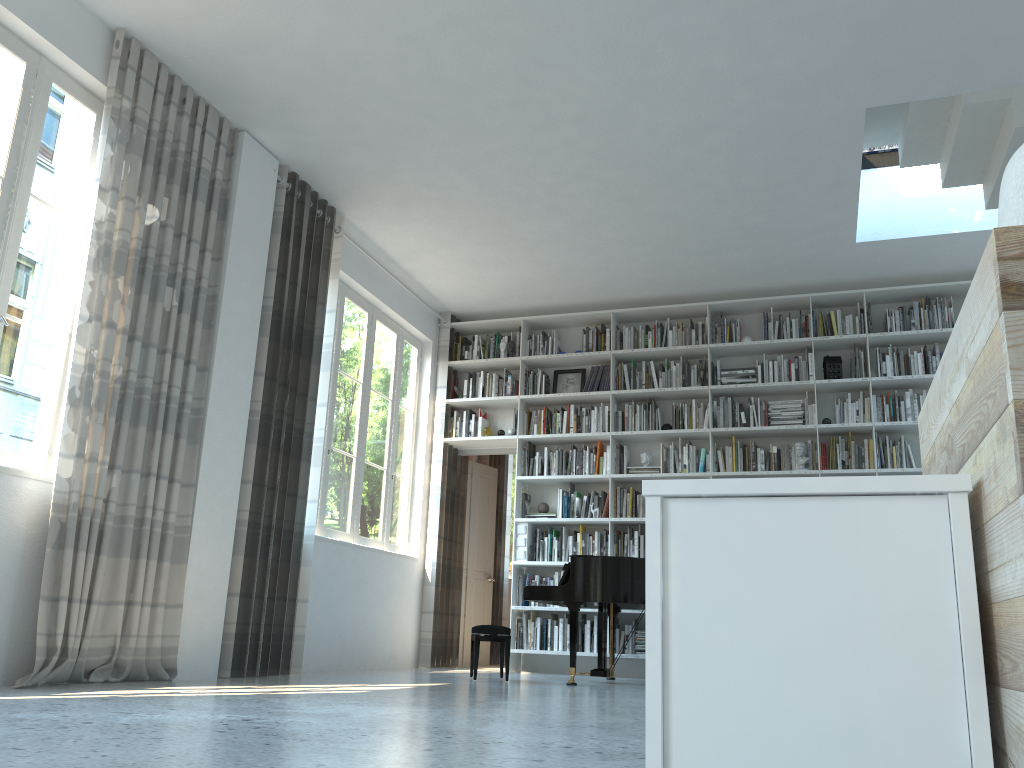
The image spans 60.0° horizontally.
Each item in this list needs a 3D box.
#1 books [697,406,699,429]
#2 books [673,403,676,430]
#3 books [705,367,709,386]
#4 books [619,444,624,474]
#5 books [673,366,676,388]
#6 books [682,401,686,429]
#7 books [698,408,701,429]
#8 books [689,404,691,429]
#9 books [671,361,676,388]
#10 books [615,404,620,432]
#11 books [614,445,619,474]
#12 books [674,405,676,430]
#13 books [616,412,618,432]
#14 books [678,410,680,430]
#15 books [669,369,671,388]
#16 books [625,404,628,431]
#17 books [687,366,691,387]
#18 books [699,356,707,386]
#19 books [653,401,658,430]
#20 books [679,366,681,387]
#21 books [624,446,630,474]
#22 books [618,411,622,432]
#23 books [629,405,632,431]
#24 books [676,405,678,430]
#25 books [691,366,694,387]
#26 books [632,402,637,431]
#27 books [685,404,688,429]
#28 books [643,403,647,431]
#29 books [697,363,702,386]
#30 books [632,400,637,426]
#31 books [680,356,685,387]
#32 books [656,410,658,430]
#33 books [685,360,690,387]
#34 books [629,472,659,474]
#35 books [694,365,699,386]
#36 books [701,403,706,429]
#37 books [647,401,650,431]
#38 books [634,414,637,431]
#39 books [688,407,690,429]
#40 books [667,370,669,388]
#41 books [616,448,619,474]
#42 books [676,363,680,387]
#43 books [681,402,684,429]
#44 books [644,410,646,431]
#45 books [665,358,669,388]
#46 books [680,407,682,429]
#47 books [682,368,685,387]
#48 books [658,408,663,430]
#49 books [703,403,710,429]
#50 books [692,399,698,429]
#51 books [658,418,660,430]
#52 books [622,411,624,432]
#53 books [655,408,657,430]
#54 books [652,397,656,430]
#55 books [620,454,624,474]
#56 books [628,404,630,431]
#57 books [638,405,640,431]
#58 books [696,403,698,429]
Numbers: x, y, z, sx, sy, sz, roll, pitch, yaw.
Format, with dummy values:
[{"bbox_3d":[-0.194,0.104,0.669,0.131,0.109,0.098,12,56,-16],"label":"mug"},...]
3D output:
[{"bbox_3d":[1.600,0.322,7.597,0.011,0.229,0.166,-3,-16,19],"label":"books"},{"bbox_3d":[1.412,0.312,7.680,0.012,0.275,0.129,-3,-16,19],"label":"books"},{"bbox_3d":[1.696,-0.023,7.676,0.028,0.211,0.135,-3,-16,19],"label":"books"},{"bbox_3d":[0.956,0.683,7.741,0.011,0.297,0.136,-3,-16,19],"label":"books"},{"bbox_3d":[1.431,-0.024,7.736,0.021,0.225,0.192,-3,-16,19],"label":"books"},{"bbox_3d":[1.497,0.301,7.648,0.033,0.286,0.155,-3,-16,19],"label":"books"},{"bbox_3d":[1.616,0.327,7.590,0.024,0.215,0.142,-3,-16,19],"label":"books"},{"bbox_3d":[1.538,0.312,7.618,0.017,0.252,0.140,-3,-16,19],"label":"books"},{"bbox_3d":[1.417,-0.046,7.773,0.026,0.285,0.138,-3,-16,19],"label":"books"},{"bbox_3d":[0.933,0.334,7.837,0.012,0.284,0.160,-3,-16,19],"label":"books"},{"bbox_3d":[0.918,0.688,7.740,0.012,0.284,0.160,-3,-16,19],"label":"books"},{"bbox_3d":[1.415,0.321,7.646,0.005,0.239,0.174,-3,-16,19],"label":"books"},{"bbox_3d":[0.938,0.366,7.807,0.015,0.207,0.186,-3,-16,19],"label":"books"},{"bbox_3d":[1.453,0.343,7.642,0.011,0.199,0.163,-3,-16,19],"label":"books"},{"bbox_3d":[1.395,-0.011,7.757,0.010,0.208,0.174,-3,-16,19],"label":"books"},{"bbox_3d":[1.021,0.328,7.792,0.026,0.278,0.151,-3,-16,19],"label":"books"},{"bbox_3d":[1.550,-0.025,7.702,0.030,0.217,0.183,-3,-16,19],"label":"books"},{"bbox_3d":[1.649,-0.071,7.679,0.058,0.301,0.175,-3,-16,19],"label":"books"},{"bbox_3d":[1.246,0.308,7.705,0.011,0.286,0.189,-3,-16,19],"label":"books"},{"bbox_3d":[1.478,-0.025,7.735,0.013,0.230,0.142,-3,-16,19],"label":"books"},{"bbox_3d":[0.997,0.686,7.708,0.021,0.277,0.137,-3,-16,19],"label":"books"},{"bbox_3d":[0.967,0.363,7.825,0.029,0.224,0.137,-3,-16,19],"label":"books"},{"bbox_3d":[1.055,0.333,7.776,0.024,0.261,0.178,-3,-16,19],"label":"books"},{"bbox_3d":[1.429,0.320,7.632,0.005,0.235,0.179,-3,-16,19],"label":"books"},{"bbox_3d":[1.576,-0.028,7.698,0.022,0.222,0.161,-3,-16,19],"label":"books"},{"bbox_3d":[1.078,0.319,7.762,0.010,0.282,0.184,-3,-16,19],"label":"books"},{"bbox_3d":[1.507,0.311,7.603,0.013,0.243,0.189,-3,-16,19],"label":"books"},{"bbox_3d":[1.164,0.319,7.740,0.011,0.278,0.169,-3,-16,19],"label":"books"},{"bbox_3d":[1.634,-0.052,7.679,0.055,0.263,0.167,-3,-16,19],"label":"books"},{"bbox_3d":[1.076,0.310,7.789,0.011,0.316,0.155,-3,-16,19],"label":"books"},{"bbox_3d":[1.488,-0.068,7.733,0.011,0.312,0.184,-3,-16,19],"label":"books"},{"bbox_3d":[1.272,0.348,7.714,0.012,0.217,0.151,-3,-16,19],"label":"books"},{"bbox_3d":[1.533,-0.053,7.738,0.022,0.289,0.147,-3,-16,19],"label":"books"},{"bbox_3d":[1.143,0.780,7.624,0.254,0.012,0.161,-2,-16,15],"label":"books"},{"bbox_3d":[1.603,-0.031,7.706,0.025,0.236,0.153,-3,-16,19],"label":"books"},{"bbox_3d":[1.636,0.304,7.579,0.022,0.256,0.155,-3,-16,19],"label":"books"},{"bbox_3d":[1.195,0.311,7.729,0.011,0.290,0.177,-3,-16,19],"label":"books"},{"bbox_3d":[1.100,0.370,7.759,0.029,0.186,0.149,-3,-16,19],"label":"books"},{"bbox_3d":[1.529,0.324,7.632,0.011,0.235,0.131,-3,-16,19],"label":"books"},{"bbox_3d":[1.387,-0.004,7.787,0.024,0.211,0.128,-3,-16,19],"label":"books"},{"bbox_3d":[0.933,0.699,7.725,0.024,0.256,0.134,-3,-16,19],"label":"books"},{"bbox_3d":[1.461,-0.037,7.749,0.028,0.260,0.136,-3,-16,19],"label":"books"},{"bbox_3d":[1.476,0.305,7.642,0.005,0.274,0.157,-3,-16,19],"label":"books"},{"bbox_3d":[1.171,0.350,7.721,0.011,0.208,0.181,-3,-16,19],"label":"books"},{"bbox_3d":[1.364,-0.056,7.782,0.012,0.307,0.145,-3,-16,19],"label":"books"},{"bbox_3d":[1.462,0.327,7.617,0.006,0.215,0.181,-3,-16,19],"label":"books"},{"bbox_3d":[1.510,-0.015,7.733,0.024,0.213,0.150,-3,-16,19],"label":"books"},{"bbox_3d":[1.292,0.338,7.700,0.031,0.231,0.148,-3,-16,19],"label":"books"},{"bbox_3d":[1.669,0.305,7.543,0.064,0.236,0.209,-3,-16,19],"label":"books"},{"bbox_3d":[1.572,0.294,7.603,0.022,0.284,0.190,-3,-16,19],"label":"books"},{"bbox_3d":[1.279,0.351,7.709,0.004,0.209,0.132,-3,-16,19],"label":"books"},{"bbox_3d":[0.992,0.364,7.814,0.024,0.218,0.140,-3,-16,19],"label":"books"},{"bbox_3d":[1.265,0.341,7.726,0.009,0.236,0.135,-3,-16,19],"label":"books"},{"bbox_3d":[1.238,0.294,7.736,0.005,0.330,0.162,-3,-16,19],"label":"books"},{"bbox_3d":[0.972,0.721,7.713,0.034,0.209,0.136,-3,-16,19],"label":"books"},{"bbox_3d":[1.038,0.327,7.782,0.012,0.275,0.157,-3,-16,19],"label":"books"},{"bbox_3d":[1.121,0.331,7.737,0.012,0.251,0.184,-3,-16,19],"label":"books"},{"bbox_3d":[1.589,0.308,7.601,0.010,0.256,0.140,-3,-16,19],"label":"books"}]
